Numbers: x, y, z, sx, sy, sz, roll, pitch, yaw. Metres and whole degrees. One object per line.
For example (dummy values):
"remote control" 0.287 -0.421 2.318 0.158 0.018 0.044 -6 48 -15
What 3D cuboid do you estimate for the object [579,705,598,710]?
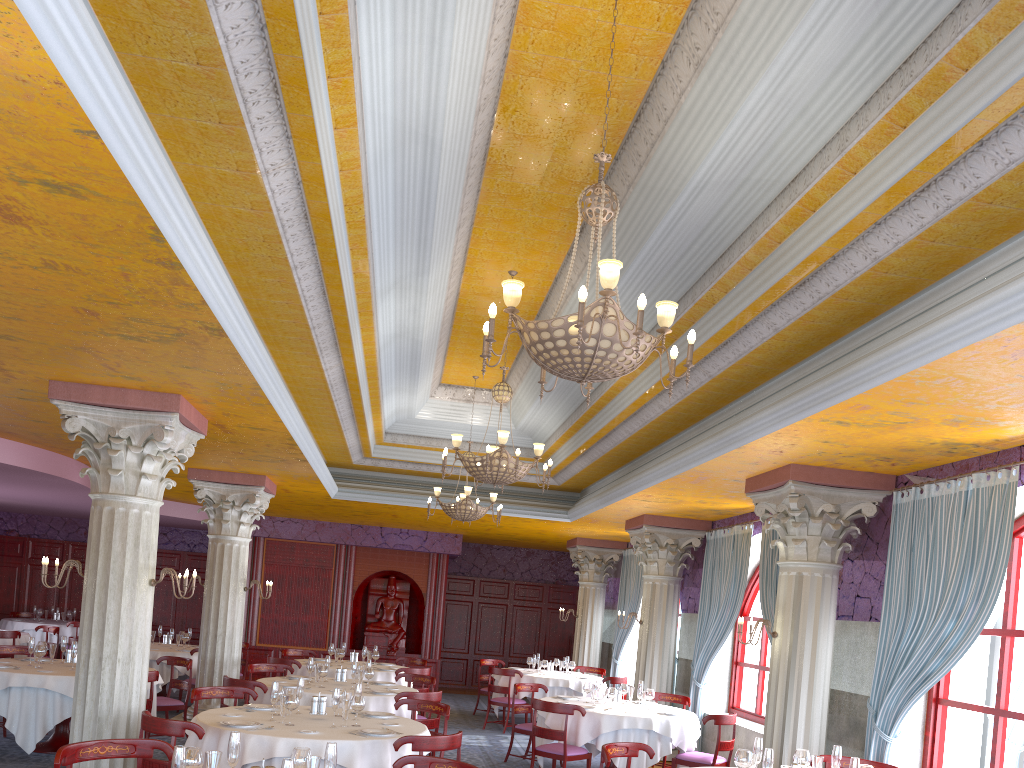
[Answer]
"object" 0.869 3.862 10.211 0.314 0.024 0.322 7 -15 -7

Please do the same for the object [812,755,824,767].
"object" 2.205 2.815 6.204 0.085 0.235 0.087 4 -2 18

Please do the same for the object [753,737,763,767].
"object" 1.781 2.734 6.220 0.073 0.333 0.075 5 0 29

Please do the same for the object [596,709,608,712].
"object" 1.056 3.854 10.112 0.055 0.019 0.264 -6 -18 40

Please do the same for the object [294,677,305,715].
"object" -1.924 2.830 7.771 0.073 0.333 0.075 5 0 29

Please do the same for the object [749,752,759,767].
"object" 1.706 2.749 6.113 0.087 0.235 0.085 6 -2 -27

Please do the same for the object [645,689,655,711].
"object" 1.718 3.943 10.699 0.124 0.262 0.122 7 -3 -38

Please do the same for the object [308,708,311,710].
"object" -1.862 3.094 8.138 0.158 0.009 0.164 2 -15 12

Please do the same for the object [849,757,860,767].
"object" 2.228 2.608 5.595 0.074 0.333 0.073 5 0 -16

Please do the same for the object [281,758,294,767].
"object" -1.048 1.902 3.964 0.074 0.333 0.073 5 0 -16

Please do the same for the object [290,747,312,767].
"object" -1.151 2.111 4.657 0.121 0.262 0.124 3 -3 29

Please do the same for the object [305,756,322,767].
"object" -1.071 2.109 4.573 0.087 0.235 0.085 6 -2 -27

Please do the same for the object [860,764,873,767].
"object" 2.380 2.706 5.784 0.123 0.262 0.123 6 -3 -16

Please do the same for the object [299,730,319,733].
"object" -1.617 2.765 6.809 0.158 0.009 0.164 2 -15 12

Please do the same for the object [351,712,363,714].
"object" -1.441 3.132 8.170 0.055 0.019 0.264 -6 -18 40

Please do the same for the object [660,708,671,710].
"object" 1.965 4.159 10.961 0.159 0.009 0.163 -8 -20 41

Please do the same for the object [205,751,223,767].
"object" -1.571 2.043 4.482 0.087 0.235 0.085 6 -2 -27

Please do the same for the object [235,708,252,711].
"object" -2.422 2.935 7.732 0.257 0.019 0.056 -8 -18 41

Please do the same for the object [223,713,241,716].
"object" -2.402 2.841 7.350 0.158 0.009 0.164 2 -15 12

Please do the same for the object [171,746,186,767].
"object" -1.583 1.880 4.052 0.074 0.333 0.073 5 0 -16

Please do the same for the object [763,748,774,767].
"object" 1.693 2.586 5.683 0.073 0.333 0.075 5 0 29

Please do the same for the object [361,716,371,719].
"object" -1.347 3.072 7.892 0.139 0.010 0.030 -8 -18 39

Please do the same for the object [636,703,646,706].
"object" 1.695 4.214 11.257 0.139 0.010 0.030 -8 -18 39

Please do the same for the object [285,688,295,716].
"object" -1.999 2.844 7.664 0.086 0.235 0.086 5 -2 -5

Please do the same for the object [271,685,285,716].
"object" -2.082 2.803 7.582 0.122 0.262 0.124 5 -3 7

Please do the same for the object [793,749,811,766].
"object" 2.125 2.817 6.288 0.123 0.262 0.123 6 -3 -16

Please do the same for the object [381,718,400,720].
"object" -1.122 3.103 7.943 0.027 0.013 0.239 -4 -17 36

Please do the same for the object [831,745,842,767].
"object" 2.316 2.756 6.132 0.073 0.333 0.075 5 0 29

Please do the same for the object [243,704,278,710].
"object" -2.323 2.990 7.920 0.314 0.024 0.322 7 -15 -7

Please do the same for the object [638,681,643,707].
"object" 1.654 3.994 11.047 0.074 0.333 0.073 5 0 -16

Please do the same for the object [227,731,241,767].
"object" -1.495 2.029 4.589 0.074 0.333 0.073 5 0 -16

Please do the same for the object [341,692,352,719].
"object" -1.500 2.910 7.754 0.085 0.235 0.087 4 -2 40

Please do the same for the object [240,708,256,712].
"object" -2.402 2.953 7.764 0.253 0.003 0.023 -6 -18 36

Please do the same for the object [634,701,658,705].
"object" 1.789 4.262 11.436 0.314 0.024 0.322 7 -15 -7

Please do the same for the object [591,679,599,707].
"object" 1.030 3.823 10.598 0.074 0.333 0.074 5 0 7

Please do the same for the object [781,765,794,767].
"object" 1.796 2.624 5.612 0.087 0.235 0.085 6 -2 -27

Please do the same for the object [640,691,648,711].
"object" 1.633 3.928 10.617 0.087 0.235 0.085 6 -2 -27

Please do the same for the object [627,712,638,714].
"object" 1.425 3.906 10.173 0.158 0.009 0.164 -4 -17 32

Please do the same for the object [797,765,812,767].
"object" 1.879 2.596 5.528 0.122 0.262 0.124 5 -3 7

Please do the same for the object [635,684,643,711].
"object" 1.566 3.845 10.510 0.073 0.333 0.075 5 0 29

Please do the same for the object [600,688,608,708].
"object" 1.133 3.862 10.527 0.085 0.235 0.087 4 -2 18

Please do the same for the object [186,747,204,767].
"object" -1.653 2.002 4.400 0.123 0.262 0.123 6 -3 -16

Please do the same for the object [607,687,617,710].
"object" 1.216 3.833 10.443 0.124 0.262 0.122 7 -3 -38

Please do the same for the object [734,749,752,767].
"object" 1.623 2.707 6.031 0.122 0.262 0.124 5 -3 7

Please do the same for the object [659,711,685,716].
"object" 1.939 3.992 10.362 0.314 0.024 0.322 7 -15 -7

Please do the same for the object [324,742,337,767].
"object" -0.960 2.051 4.501 0.074 0.333 0.073 5 0 -16

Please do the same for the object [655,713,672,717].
"object" 1.811 3.952 10.229 0.232 0.013 0.028 -7 -16 37

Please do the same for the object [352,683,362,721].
"object" -1.389 2.852 7.683 0.073 0.333 0.075 5 0 29

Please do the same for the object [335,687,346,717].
"object" -1.580 2.912 7.838 0.122 0.262 0.124 5 -3 7

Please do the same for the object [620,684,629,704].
"object" 1.462 4.054 11.202 0.123 0.262 0.123 6 -3 -16

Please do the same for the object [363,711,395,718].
"object" -1.254 3.120 8.071 0.314 0.024 0.322 7 -15 -7
